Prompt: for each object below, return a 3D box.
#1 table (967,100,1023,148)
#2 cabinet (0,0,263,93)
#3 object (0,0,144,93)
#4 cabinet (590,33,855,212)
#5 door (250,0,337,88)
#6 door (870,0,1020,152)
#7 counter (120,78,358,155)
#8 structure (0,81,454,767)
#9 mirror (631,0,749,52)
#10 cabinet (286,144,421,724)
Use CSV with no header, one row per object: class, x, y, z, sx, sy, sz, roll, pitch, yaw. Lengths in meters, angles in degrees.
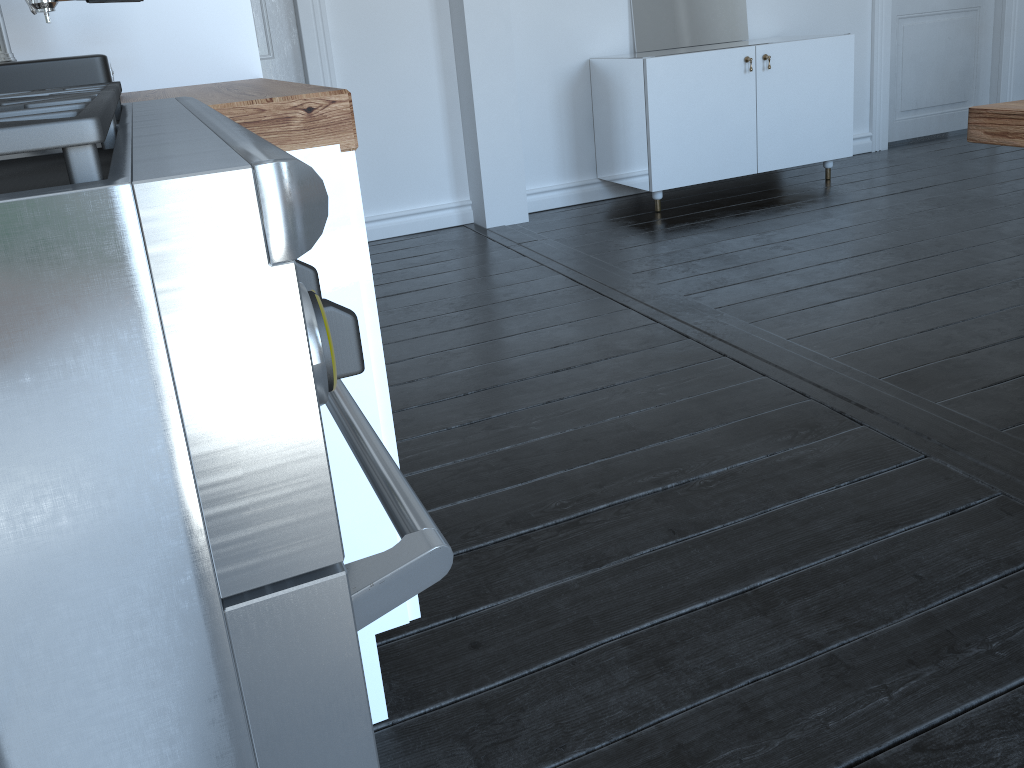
table,1.742,0.084,0.856,1.026,0.692,2.290,-13,23,-19
cabinet,-0.466,-0.385,0.406,0.784,2.290,3.905,-11,21,-16
object,-0.718,-0.616,1.348,0.356,0.358,0.211,-13,19,-20
cabinet,1.091,-1.351,4.500,1.210,0.711,0.606,-13,20,-20
door,-1.337,-1.707,3.719,1.050,2.395,0.119,-12,18,-21
door,2.565,-2.688,5.203,1.179,2.395,0.119,-13,18,-21
counter,-0.281,0.034,0.221,0.853,0.071,3.188,-13,23,-19
structure,-0.467,0.219,0.657,0.728,0.986,0.719,-13,20,-20
mirror,0.924,-2.017,4.582,0.701,0.486,0.055,-13,18,-20
cabinet,-0.298,0.445,0.326,0.732,0.786,3.287,-10,22,-11
